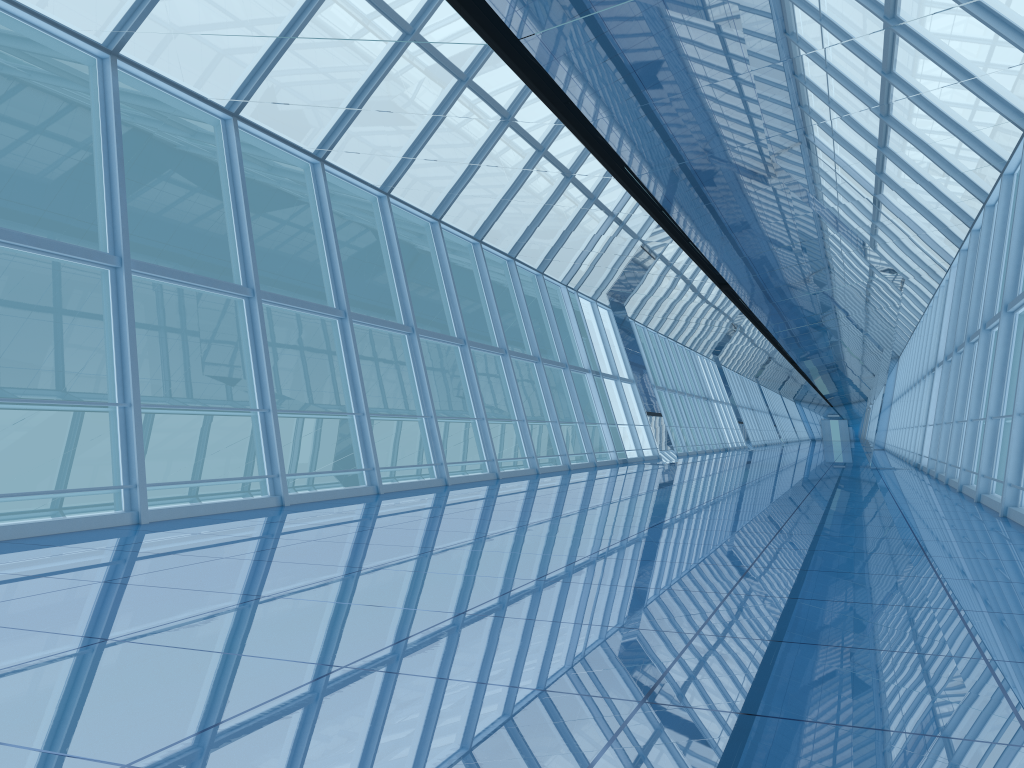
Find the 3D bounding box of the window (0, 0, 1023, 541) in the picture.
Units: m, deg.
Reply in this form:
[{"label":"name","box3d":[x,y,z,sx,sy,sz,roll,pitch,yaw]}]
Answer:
[{"label":"window","box3d":[16.188,1.051,46.028,9.848,4.996,105.170,-2,-4,22]}]
